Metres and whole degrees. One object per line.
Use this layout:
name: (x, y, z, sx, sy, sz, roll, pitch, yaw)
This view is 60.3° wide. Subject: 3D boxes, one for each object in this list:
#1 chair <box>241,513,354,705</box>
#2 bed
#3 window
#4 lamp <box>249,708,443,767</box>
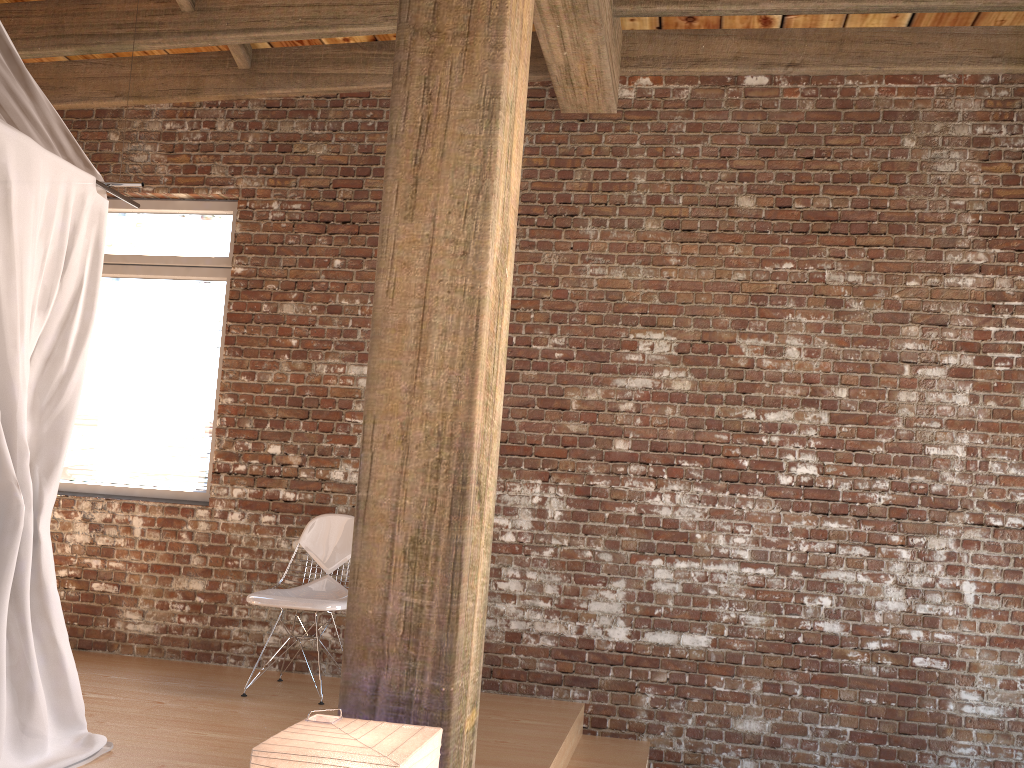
chair: (-1.024, 1.110, 4.500, 0.538, 0.893, 0.575, 3, -4, 10)
bed: (-2.826, -0.766, 2.571, 2.673, 3.865, 2.505, 3, -4, 10)
window: (-2.281, -0.222, 5.260, 1.318, 1.841, 0.172, 3, -3, 9)
lamp: (0.149, 1.158, 1.867, 1.395, 0.777, 0.358, 4, -4, 1)
